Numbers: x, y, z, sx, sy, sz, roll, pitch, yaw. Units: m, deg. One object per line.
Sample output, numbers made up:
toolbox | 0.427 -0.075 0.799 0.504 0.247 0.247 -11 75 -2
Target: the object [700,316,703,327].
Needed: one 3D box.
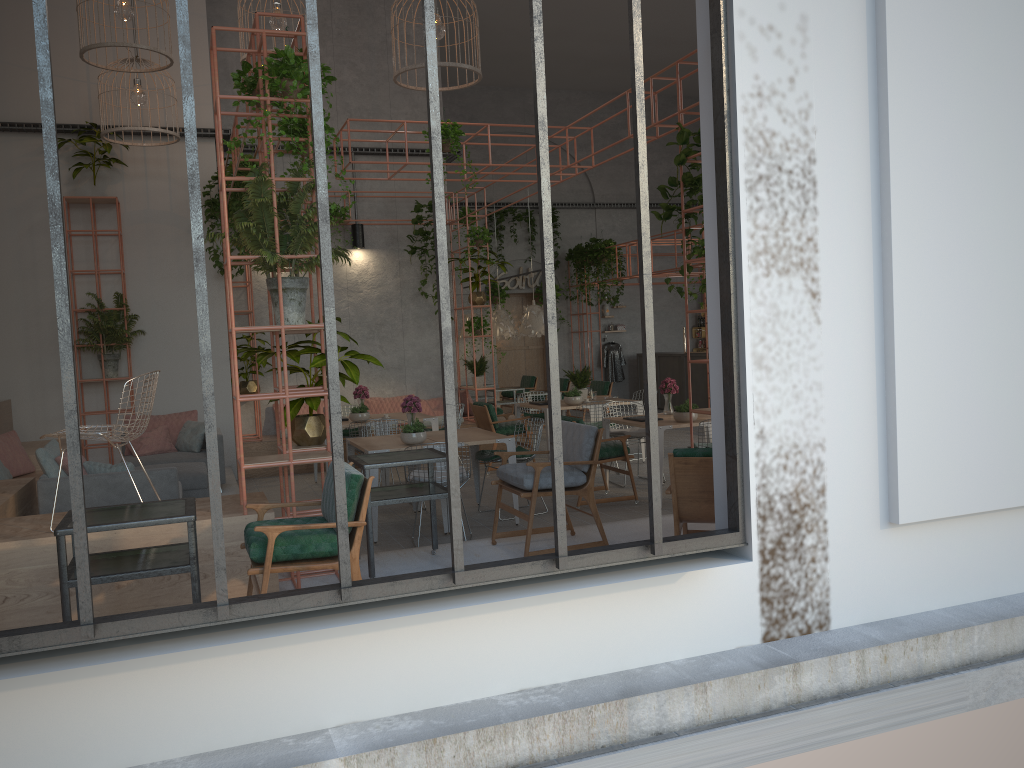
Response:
object | 4.542 -1.513 21.231 0.066 0.291 0.066 -4 3 -13

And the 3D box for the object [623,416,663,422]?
object | 1.401 0.378 9.496 0.268 0.031 0.427 -4 3 -20

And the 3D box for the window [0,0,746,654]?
window | -0.983 -1.891 3.183 4.126 5.544 0.089 -4 3 -20

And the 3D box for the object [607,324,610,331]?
object | 2.255 -1.310 20.636 0.063 0.151 0.063 -5 4 -34

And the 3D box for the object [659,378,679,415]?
object | 1.750 0.136 9.873 0.213 0.414 0.225 -4 4 -27

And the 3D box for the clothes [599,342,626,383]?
clothes | 2.376 -0.483 20.703 0.625 0.997 0.366 -5 4 -40

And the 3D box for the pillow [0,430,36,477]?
pillow | -5.325 0.755 9.277 0.276 0.474 0.839 -3 3 0

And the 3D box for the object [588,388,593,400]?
object | 1.029 0.143 12.559 0.165 0.154 0.210 -5 4 -30

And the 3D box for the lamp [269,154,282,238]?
lamp | -3.488 -2.691 12.968 0.179 1.425 0.185 -4 3 -20

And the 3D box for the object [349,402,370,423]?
object | -1.845 0.339 10.727 0.248 0.247 0.254 -4 3 -20

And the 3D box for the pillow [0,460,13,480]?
pillow | -5.094 0.821 8.715 0.289 0.385 0.666 -4 3 -24

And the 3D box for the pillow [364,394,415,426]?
pillow | -1.908 0.417 13.635 0.839 0.474 0.276 -3 3 0

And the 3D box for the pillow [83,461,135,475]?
pillow | -3.297 0.787 7.407 0.499 0.324 0.307 -2 3 15

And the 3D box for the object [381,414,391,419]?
object | -1.562 0.398 10.999 0.115 0.078 0.115 -4 3 -14

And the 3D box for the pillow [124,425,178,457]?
pillow | -4.183 0.660 10.261 0.479 0.317 0.441 -5 4 -38

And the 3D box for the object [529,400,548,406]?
object | 0.430 0.259 12.103 0.268 0.031 0.427 -4 3 -20

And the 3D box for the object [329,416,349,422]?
object | -2.218 0.443 11.143 0.268 0.031 0.427 -4 3 -20

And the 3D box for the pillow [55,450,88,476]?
pillow | -3.662 0.749 7.524 0.289 0.385 0.666 -4 3 -19

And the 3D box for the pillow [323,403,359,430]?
pillow | -2.512 0.506 13.441 0.666 0.385 0.289 -4 3 -24

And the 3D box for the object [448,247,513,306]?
object | -0.486 -1.671 13.541 0.934 0.947 0.903 -1 4 32

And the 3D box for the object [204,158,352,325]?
object | -1.477 -0.932 5.788 0.894 1.101 0.900 -1 4 34

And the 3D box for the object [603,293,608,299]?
object | 2.172 -2.051 20.576 0.133 0.145 0.133 -1 4 32

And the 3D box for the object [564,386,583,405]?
object | 0.803 0.155 11.686 0.248 0.247 0.254 -4 3 -20

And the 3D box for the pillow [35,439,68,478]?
pillow | -3.810 0.726 7.484 0.276 0.474 0.839 -4 3 -19

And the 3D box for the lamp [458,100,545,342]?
lamp | -0.312 -2.839 16.784 0.704 4.052 4.456 -4 3 -20

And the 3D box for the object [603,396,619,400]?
object | 1.377 0.190 12.339 0.218 0.041 0.218 -3 3 -11

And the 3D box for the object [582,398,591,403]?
object | 1.003 0.220 11.929 0.115 0.078 0.115 -4 3 -14

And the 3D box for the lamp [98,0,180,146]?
lamp | -4.557 -4.693 10.594 0.883 3.476 0.883 -1 4 33

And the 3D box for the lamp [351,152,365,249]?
lamp | -2.355 -2.770 13.378 0.179 1.425 0.185 -4 3 -20

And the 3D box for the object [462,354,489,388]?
object | -0.538 -0.203 13.663 0.438 0.527 0.368 -4 3 -20

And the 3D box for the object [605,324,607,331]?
object | 2.186 -1.313 20.633 0.055 0.164 0.092 -3 3 -1

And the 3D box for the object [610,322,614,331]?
object | 2.331 -1.342 20.671 0.081 0.204 0.081 -4 3 -20

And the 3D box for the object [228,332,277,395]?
object | -3.711 -0.274 12.444 0.934 0.919 0.903 0 4 42

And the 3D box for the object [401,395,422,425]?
object | -1.001 0.315 8.875 0.213 0.414 0.225 -4 4 -27

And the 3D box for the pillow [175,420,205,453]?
pillow | -3.741 0.614 10.362 0.495 0.349 0.308 -1 4 30

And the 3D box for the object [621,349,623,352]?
object | 2.581 -0.822 20.841 0.033 0.146 0.070 0 4 41

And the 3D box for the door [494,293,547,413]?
door | 0.057 -0.724 20.728 1.360 2.729 0.551 -4 3 -20

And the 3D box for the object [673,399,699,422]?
object | 1.774 0.275 9.081 0.247 0.247 0.252 -4 3 -20

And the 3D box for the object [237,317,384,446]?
object | -1.407 -0.025 6.281 0.934 0.923 0.903 -1 4 37

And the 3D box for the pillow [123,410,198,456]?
pillow | -4.166 0.579 10.549 0.836 0.476 0.273 -4 3 -20

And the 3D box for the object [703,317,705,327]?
object | 4.619 -1.518 21.257 0.066 0.291 0.066 -2 3 20

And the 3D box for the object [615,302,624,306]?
object | 2.483 -1.869 20.712 0.263 0.101 0.013 -4 3 -20

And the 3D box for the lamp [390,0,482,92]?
lamp | -0.826 -4.778 8.766 0.883 3.476 0.883 -1 4 33

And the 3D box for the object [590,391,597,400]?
object | 1.136 0.161 12.371 0.095 0.119 0.095 -3 3 4

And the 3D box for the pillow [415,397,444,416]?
pillow | -1.310 0.422 13.877 0.666 0.385 0.289 -4 3 -24

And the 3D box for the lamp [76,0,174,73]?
lamp | -4.023 -5.050 8.986 0.883 3.476 0.883 -1 4 33

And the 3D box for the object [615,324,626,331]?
object | 2.534 -1.323 20.746 0.219 0.149 0.129 -4 3 -20

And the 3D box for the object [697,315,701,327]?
object | 4.470 -1.508 21.204 0.066 0.291 0.066 0 4 40

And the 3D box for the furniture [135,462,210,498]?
furniture | -3.551 1.063 8.936 0.941 0.446 0.975 -4 3 -20

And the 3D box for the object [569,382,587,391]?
object | 0.927 0.083 12.435 0.241 0.313 0.241 -1 3 25

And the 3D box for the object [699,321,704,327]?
object | 4.524 -1.433 21.113 0.115 0.147 0.115 -1 3 25

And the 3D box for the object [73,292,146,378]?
object | -5.168 -0.625 11.326 0.894 1.097 0.900 -2 3 9

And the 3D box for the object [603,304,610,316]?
object | 2.191 -1.748 20.602 0.136 0.336 0.145 -3 3 -6

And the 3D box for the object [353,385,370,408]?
object | -1.940 0.221 11.448 0.213 0.414 0.225 -4 4 -27

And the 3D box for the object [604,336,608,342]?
object | 2.179 -1.047 20.679 0.093 0.121 0.049 -4 3 -18

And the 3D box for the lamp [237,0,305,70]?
lamp | -2.739 -5.392 10.074 0.883 3.476 0.883 -1 4 33

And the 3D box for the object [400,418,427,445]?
object | -0.909 0.433 8.160 0.247 0.247 0.252 -4 3 -20

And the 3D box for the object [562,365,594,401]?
object | 0.925 -0.016 12.102 0.438 0.527 0.368 -4 3 -20
